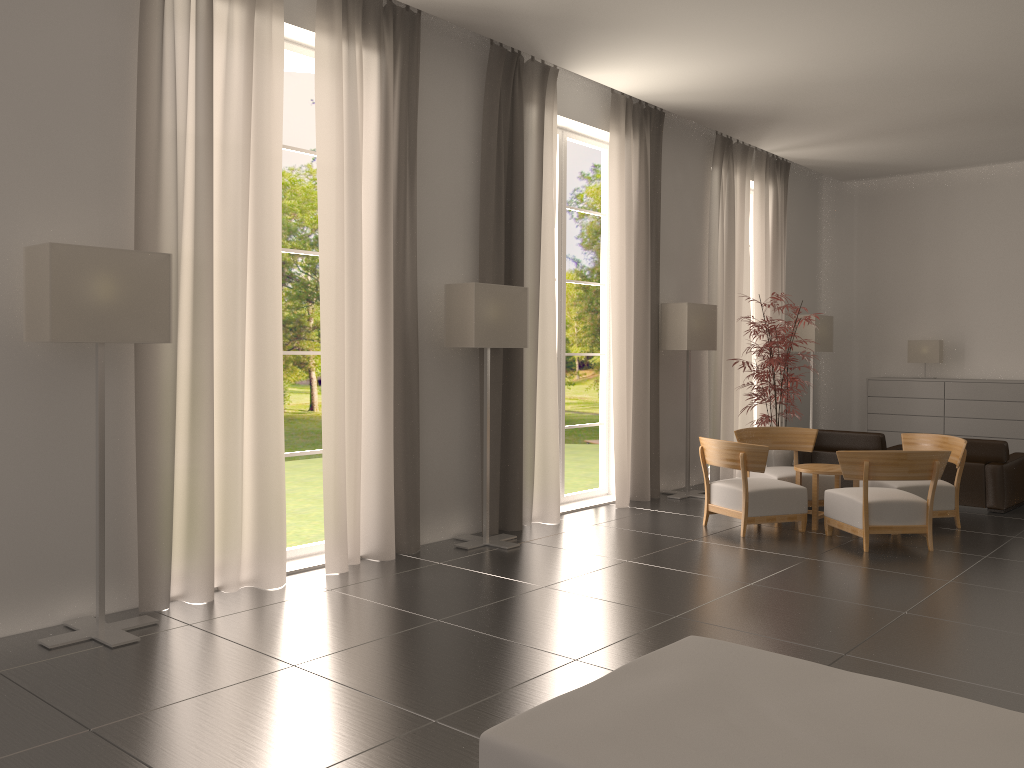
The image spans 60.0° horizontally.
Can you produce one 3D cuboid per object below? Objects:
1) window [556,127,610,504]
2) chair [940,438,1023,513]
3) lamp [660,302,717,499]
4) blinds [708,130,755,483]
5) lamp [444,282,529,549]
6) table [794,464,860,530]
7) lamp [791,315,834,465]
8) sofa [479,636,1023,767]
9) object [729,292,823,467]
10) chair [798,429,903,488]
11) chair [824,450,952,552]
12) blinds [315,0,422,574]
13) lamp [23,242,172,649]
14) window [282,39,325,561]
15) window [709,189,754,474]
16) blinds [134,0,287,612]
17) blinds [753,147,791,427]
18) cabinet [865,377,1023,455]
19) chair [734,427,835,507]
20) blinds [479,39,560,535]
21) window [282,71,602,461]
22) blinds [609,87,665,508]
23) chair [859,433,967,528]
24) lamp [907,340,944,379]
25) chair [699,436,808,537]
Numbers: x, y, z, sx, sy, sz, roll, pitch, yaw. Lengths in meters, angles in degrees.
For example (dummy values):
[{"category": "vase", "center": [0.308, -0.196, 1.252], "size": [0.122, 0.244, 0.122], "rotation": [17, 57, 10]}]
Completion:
[{"category": "window", "center": [0.715, -1.022, 13.575], "size": [0.110, 5.748, 2.644], "rotation": [1, 1, 41]}, {"category": "chair", "center": [7.218, 1.358, 14.104], "size": [1.538, 1.075, 1.500], "rotation": [2, 2, 41]}, {"category": "lamp", "center": [2.932, 0.267, 14.738], "size": [0.908, 3.178, 1.000], "rotation": [1, 1, 41]}, {"category": "blinds", "center": [4.065, -1.415, 16.532], "size": [0.415, 6.430, 1.550], "rotation": [1, 1, 45]}, {"category": "lamp", "center": [-0.312, 0.378, 10.964], "size": [0.908, 3.178, 1.000], "rotation": [1, 1, 41]}, {"category": "table", "center": [4.337, 1.551, 12.218], "size": [0.870, 0.803, 0.870], "rotation": [0, 2, -27]}, {"category": "lamp", "center": [6.320, 0.150, 18.681], "size": [0.908, 3.178, 1.000], "rotation": [1, 1, 41]}, {"category": "sofa", "center": [1.306, 1.706, 1.200], "size": [5.526, 1.204, 5.605], "rotation": [2, 3, 41]}, {"category": "object", "center": [4.355, 0.168, 14.824], "size": [1.489, 3.397, 1.771], "rotation": [1, 1, 26]}, {"category": "chair", "center": [5.862, 1.310, 15.268], "size": [1.538, 1.075, 1.500], "rotation": [2, 2, 41]}, {"category": "chair", "center": [4.611, 1.381, 11.062], "size": [1.452, 1.226, 1.151], "rotation": [0, 1, -4]}, {"category": "blinds", "center": [-1.588, -1.220, 9.952], "size": [0.417, 6.430, 1.550], "rotation": [1, 1, 37]}, {"category": "lamp", "center": [-3.415, 0.485, 7.353], "size": [0.908, 3.178, 1.000], "rotation": [1, 1, 41]}, {"category": "window", "center": [-2.731, -0.904, 9.566], "size": [0.110, 5.748, 2.644], "rotation": [1, 1, 41]}, {"category": "window", "center": [4.160, -1.141, 17.584], "size": [0.110, 5.748, 2.644], "rotation": [1, 1, 41]}, {"category": "blinds", "center": [-2.848, -1.177, 8.489], "size": [0.415, 6.430, 1.550], "rotation": [1, 1, 45]}, {"category": "blinds", "center": [5.170, -1.453, 17.816], "size": [0.417, 6.430, 1.550], "rotation": [1, 1, 37]}, {"category": "cabinet", "center": [8.935, 0.840, 18.027], "size": [3.081, 1.876, 1.040], "rotation": [2, 2, 41]}, {"category": "chair", "center": [4.140, 1.299, 13.357], "size": [1.452, 1.226, 1.151], "rotation": [0, 1, -14]}, {"category": "blinds", "center": [0.110, -1.279, 11.931], "size": [0.415, 6.430, 1.550], "rotation": [1, 1, 45]}, {"category": "window", "center": [15.475, -3.517, 13.620], "size": [99.143, 20.575, 48.632], "rotation": [2, 2, 41]}, {"category": "blinds", "center": [1.958, -1.342, 14.078], "size": [0.417, 6.430, 1.550], "rotation": [1, 1, 37]}, {"category": "chair", "center": [5.616, 1.340, 12.442], "size": [1.151, 1.226, 1.452], "rotation": [0, 2, -9]}, {"category": "lamp", "center": [8.629, -0.515, 18.516], "size": [0.619, 0.796, 0.309], "rotation": [1, 2, 41]}, {"category": "chair", "center": [3.212, 1.341, 11.980], "size": [1.151, 1.226, 1.452], "rotation": [0, 2, -24]}]
